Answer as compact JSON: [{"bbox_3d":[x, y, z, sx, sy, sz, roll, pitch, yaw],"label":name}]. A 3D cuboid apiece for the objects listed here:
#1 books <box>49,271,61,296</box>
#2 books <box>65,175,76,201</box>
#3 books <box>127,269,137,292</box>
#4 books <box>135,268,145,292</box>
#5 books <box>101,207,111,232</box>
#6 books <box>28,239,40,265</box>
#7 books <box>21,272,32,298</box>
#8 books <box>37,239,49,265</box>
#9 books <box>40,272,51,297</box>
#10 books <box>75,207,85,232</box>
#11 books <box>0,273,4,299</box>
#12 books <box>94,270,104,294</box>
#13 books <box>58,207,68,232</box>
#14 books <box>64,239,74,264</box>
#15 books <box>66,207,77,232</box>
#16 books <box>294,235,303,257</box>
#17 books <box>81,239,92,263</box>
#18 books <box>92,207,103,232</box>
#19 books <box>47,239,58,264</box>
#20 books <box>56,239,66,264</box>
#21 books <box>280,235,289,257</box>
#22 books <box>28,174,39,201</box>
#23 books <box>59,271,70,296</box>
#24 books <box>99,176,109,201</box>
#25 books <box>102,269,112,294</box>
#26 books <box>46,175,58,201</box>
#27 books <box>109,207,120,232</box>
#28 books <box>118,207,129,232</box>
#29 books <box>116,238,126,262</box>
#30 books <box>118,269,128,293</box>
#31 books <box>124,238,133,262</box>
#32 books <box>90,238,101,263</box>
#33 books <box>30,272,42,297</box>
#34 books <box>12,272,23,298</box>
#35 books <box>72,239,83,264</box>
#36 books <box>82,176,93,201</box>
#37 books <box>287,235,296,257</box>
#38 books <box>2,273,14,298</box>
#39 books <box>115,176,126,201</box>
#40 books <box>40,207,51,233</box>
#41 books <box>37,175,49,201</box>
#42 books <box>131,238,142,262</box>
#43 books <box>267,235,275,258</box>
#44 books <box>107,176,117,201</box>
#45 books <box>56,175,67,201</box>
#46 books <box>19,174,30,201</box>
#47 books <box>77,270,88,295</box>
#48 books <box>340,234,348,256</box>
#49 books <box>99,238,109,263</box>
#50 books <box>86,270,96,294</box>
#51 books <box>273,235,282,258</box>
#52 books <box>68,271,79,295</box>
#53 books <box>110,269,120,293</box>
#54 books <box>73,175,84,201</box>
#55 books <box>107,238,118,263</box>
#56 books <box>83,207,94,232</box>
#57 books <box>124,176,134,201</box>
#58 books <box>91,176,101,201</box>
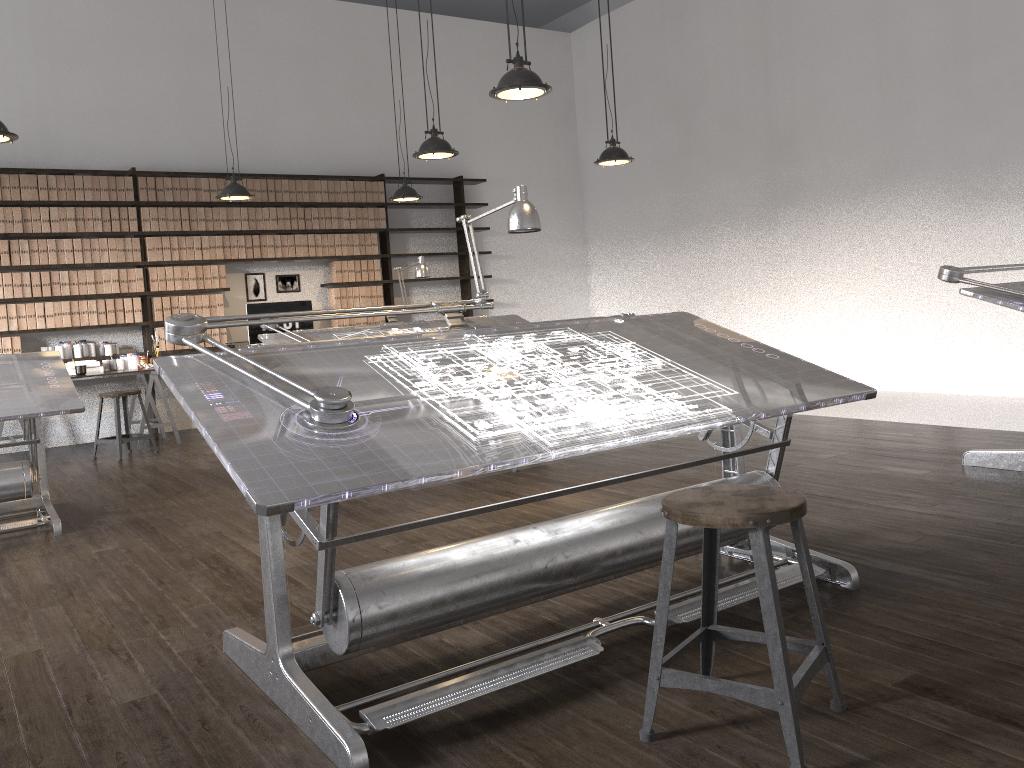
[{"bbox_3d":[-3.988,-0.864,7.722,0.067,0.225,0.174,-6,4,-33],"label":"books"},{"bbox_3d":[-3.897,-1.709,7.790,0.067,0.225,0.174,-6,4,-33],"label":"books"},{"bbox_3d":[-3.477,-0.931,8.064,0.067,0.225,0.174,-6,4,-33],"label":"books"},{"bbox_3d":[-3.419,-0.938,8.094,0.067,0.225,0.174,-6,4,-33],"label":"books"},{"bbox_3d":[-3.656,-1.462,7.950,0.067,0.225,0.174,-6,4,-33],"label":"books"},{"bbox_3d":[-4.126,-1.124,7.632,0.067,0.225,0.174,-6,4,-33],"label":"books"},{"bbox_3d":[-4.173,-0.840,7.596,0.067,0.225,0.174,-6,4,-33],"label":"books"},{"bbox_3d":[-4.067,-1.132,7.672,0.067,0.225,0.174,-6,4,-33],"label":"books"},{"bbox_3d":[-4.047,-0.856,7.676,0.067,0.225,0.174,-6,4,-33],"label":"books"},{"bbox_3d":[-3.832,-1.439,7.831,0.067,0.225,0.174,-6,4,-33],"label":"books"},{"bbox_3d":[-4.345,-0.817,7.480,0.067,0.225,0.174,-6,4,-33],"label":"books"},{"bbox_3d":[-3.699,-0.902,7.913,0.067,0.225,0.174,-6,4,-33],"label":"books"},{"bbox_3d":[-3.943,-1.424,7.756,0.067,0.225,0.174,-6,4,-33],"label":"books"},{"bbox_3d":[-3.902,-1.153,7.778,0.067,0.225,0.174,-6,4,-33],"label":"books"},{"bbox_3d":[-3.885,-1.431,7.789,0.067,0.225,0.174,-6,4,-33],"label":"books"},{"bbox_3d":[-2.178,-1.385,8.929,0.067,0.225,0.174,-6,4,-33],"label":"books"},{"bbox_3d":[-3.785,-1.169,7.859,0.067,0.225,0.174,-6,4,-33],"label":"books"},{"bbox_3d":[-3.712,-1.454,7.906,0.067,0.225,0.174,-6,4,-33],"label":"books"},{"bbox_3d":[-4.008,-1.139,7.704,0.067,0.225,0.174,-6,4,-33],"label":"books"},{"bbox_3d":[-3.955,-1.147,7.745,0.067,0.225,0.174,-6,4,-33],"label":"books"},{"bbox_3d":[-2.300,-1.369,8.852,0.067,0.225,0.174,-6,4,-33],"label":"books"},{"bbox_3d":[-4.129,-1.678,7.629,0.067,0.225,0.174,-6,4,-33],"label":"books"},{"bbox_3d":[-3.926,-0.872,7.758,0.067,0.225,0.174,-6,4,-33],"label":"books"},{"bbox_3d":[-3.668,-1.738,7.937,0.067,0.225,0.174,-6,4,-33],"label":"books"},{"bbox_3d":[-3.646,-0.908,7.946,0.067,0.225,0.174,-6,4,-33],"label":"books"},{"bbox_3d":[-4.011,-1.694,7.711,0.067,0.225,0.174,-6,4,-33],"label":"books"},{"bbox_3d":[-3.591,-1.470,7.986,0.067,0.225,0.174,-6,4,-33],"label":"books"},{"bbox_3d":[-3.532,-1.478,8.032,0.067,0.225,0.174,-6,4,-33],"label":"books"},{"bbox_3d":[-3.551,-1.199,8.008,0.067,0.225,0.174,-6,4,-33],"label":"books"},{"bbox_3d":[-3.534,-0.923,8.024,0.067,0.225,0.174,-6,4,-33],"label":"books"},{"bbox_3d":[-3.501,-1.206,8.047,0.067,0.225,0.174,-6,4,-33],"label":"books"},{"bbox_3d":[-3.728,-1.176,7.899,0.067,0.225,0.174,-6,4,-33],"label":"books"},{"bbox_3d":[-4.112,-0.848,7.640,0.067,0.225,0.174,-6,4,-33],"label":"books"},{"bbox_3d":[-4.223,-0.833,7.557,0.067,0.225,0.174,-6,4,-33],"label":"books"},{"bbox_3d":[-3.841,-1.161,7.817,0.067,0.225,0.174,-6,4,-33],"label":"books"},{"bbox_3d":[-3.777,-1.724,7.868,0.067,0.225,0.174,-6,4,-33],"label":"books"},{"bbox_3d":[-2.241,-1.377,8.889,0.067,0.225,0.174,-6,4,-33],"label":"books"},{"bbox_3d":[-4.283,-0.825,7.517,0.067,0.225,0.174,-6,4,-33],"label":"books"},{"bbox_3d":[-3.556,-1.753,8.018,0.067,0.225,0.174,-6,4,-33],"label":"books"},{"bbox_3d":[-4.053,-1.410,7.678,0.067,0.225,0.174,-6,4,-33],"label":"books"},{"bbox_3d":[-4.069,-1.686,7.669,0.067,0.225,0.174,-6,4,-33],"label":"books"},{"bbox_3d":[-3.444,-1.213,8.087,0.067,0.225,0.174,-6,4,-33],"label":"books"},{"bbox_3d":[-2.414,-1.354,8.767,0.067,0.225,0.174,-6,4,-33],"label":"books"},{"bbox_3d":[-3.615,-1.746,7.979,0.067,0.225,0.174,-6,4,-33],"label":"books"},{"bbox_3d":[-3.956,-1.701,7.753,0.067,0.225,0.174,-6,4,-33],"label":"books"},{"bbox_3d":[-4.184,-1.671,7.597,0.067,0.225,0.174,-6,4,-33],"label":"books"},{"bbox_3d":[-3.811,-0.887,7.840,0.067,0.225,0.174,-6,4,-33],"label":"books"},{"bbox_3d":[-1.771,-1.438,9.199,0.067,0.225,0.174,-6,4,-33],"label":"books"},{"bbox_3d":[-3.668,-1.184,7.934,0.067,0.225,0.174,-6,4,-33],"label":"books"},{"bbox_3d":[-3.752,-0.894,7.872,0.067,0.225,0.174,-6,4,-33],"label":"books"},{"bbox_3d":[-2.356,-1.362,8.810,0.067,0.225,0.174,-6,4,-33],"label":"books"},{"bbox_3d":[-3.870,-0.879,7.800,0.067,0.225,0.174,-6,4,-33],"label":"books"},{"bbox_3d":[-3.590,-0.916,7.982,0.067,0.225,0.174,-6,4,-33],"label":"books"},{"bbox_3d":[-3.836,-1.716,7.826,0.067,0.225,0.174,-6,4,-33],"label":"books"},{"bbox_3d":[-3.606,-1.192,7.972,0.067,0.225,0.174,-6,4,-33],"label":"books"},{"bbox_3d":[-3.773,-1.447,7.871,0.067,0.225,0.174,-6,4,-33],"label":"books"},{"bbox_3d":[-3.495,-1.761,8.054,0.067,0.225,0.174,-6,4,-33],"label":"books"},{"bbox_3d":[-3.726,-1.731,7.904,0.067,0.225,0.174,-6,4,-33],"label":"books"}]
